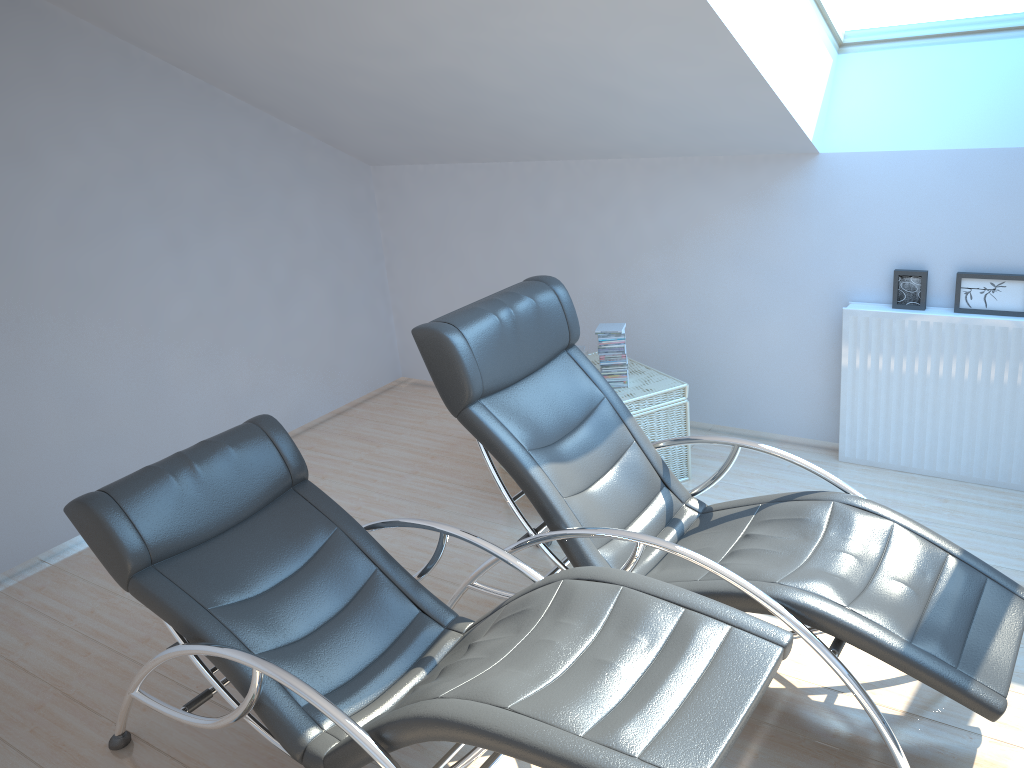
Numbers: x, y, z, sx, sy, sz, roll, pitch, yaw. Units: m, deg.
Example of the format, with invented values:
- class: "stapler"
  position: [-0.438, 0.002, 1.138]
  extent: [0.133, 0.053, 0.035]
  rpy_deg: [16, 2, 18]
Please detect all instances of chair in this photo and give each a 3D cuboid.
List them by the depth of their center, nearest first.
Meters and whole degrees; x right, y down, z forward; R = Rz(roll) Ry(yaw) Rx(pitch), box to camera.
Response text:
- class: "chair"
  position: [-0.334, 0.771, 2.569]
  extent: [2.114, 0.953, 0.836]
  rpy_deg: [8, 24, 35]
- class: "chair"
  position: [0.623, 0.369, 2.962]
  extent: [1.938, 1.251, 0.836]
  rpy_deg: [8, 24, 35]

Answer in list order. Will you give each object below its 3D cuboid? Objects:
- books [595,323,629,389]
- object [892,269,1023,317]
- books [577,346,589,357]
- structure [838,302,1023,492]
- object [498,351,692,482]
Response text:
- class: "books"
  position: [0.489, -0.135, 4.327]
  extent: [0.149, 0.300, 0.149]
  rpy_deg: [-3, 20, 8]
- class: "object"
  position: [2.115, -0.391, 3.872]
  extent: [0.846, 0.180, 0.030]
  rpy_deg: [8, 24, 35]
- class: "books"
  position: [0.295, -0.083, 4.416]
  extent: [0.165, 0.184, 0.162]
  rpy_deg: [8, 24, 33]
- class: "structure"
  position: [2.175, 0.075, 3.995]
  extent: [1.324, 0.800, 0.120]
  rpy_deg: [8, 24, 35]
- class: "object"
  position: [0.388, 0.223, 4.533]
  extent: [0.745, 0.518, 0.744]
  rpy_deg: [-14, 21, -22]
